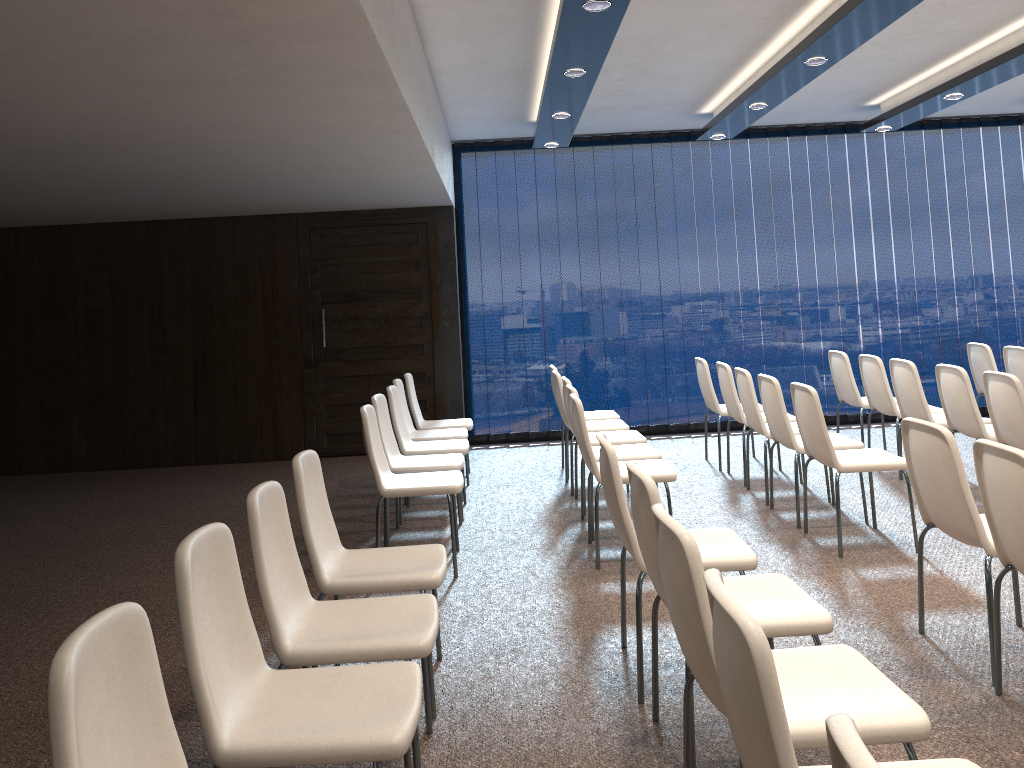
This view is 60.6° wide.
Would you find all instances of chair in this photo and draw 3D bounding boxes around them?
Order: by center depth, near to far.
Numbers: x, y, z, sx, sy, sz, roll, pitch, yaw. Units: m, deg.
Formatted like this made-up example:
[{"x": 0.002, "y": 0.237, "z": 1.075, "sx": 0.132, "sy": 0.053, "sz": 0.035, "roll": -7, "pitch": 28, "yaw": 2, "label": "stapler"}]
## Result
[{"x": 0.675, "y": 0.853, "z": 0.931, "sx": 0.558, "sy": 0.907, "sz": 0.529, "roll": -3, "pitch": -1, "yaw": 2, "label": "chair"}, {"x": -0.466, "y": 0.858, "z": 1.539, "sx": 0.558, "sy": 0.907, "sz": 0.529, "roll": -3, "pitch": -1, "yaw": -2, "label": "chair"}, {"x": 0.656, "y": 0.799, "z": 1.541, "sx": 0.558, "sy": 0.907, "sz": 0.529, "roll": -3, "pitch": -1, "yaw": 1, "label": "chair"}, {"x": 0.652, "y": 0.748, "z": 2.116, "sx": 0.558, "sy": 0.907, "sz": 0.529, "roll": -3, "pitch": -1, "yaw": -2, "label": "chair"}, {"x": -0.504, "y": 0.805, "z": 2.158, "sx": 0.558, "sy": 0.907, "sz": 0.529, "roll": -3, "pitch": -1, "yaw": -1, "label": "chair"}, {"x": -0.506, "y": 0.755, "z": 2.711, "sx": 0.558, "sy": 0.907, "sz": 0.529, "roll": -3, "pitch": -1, "yaw": -2, "label": "chair"}, {"x": 0.665, "y": 0.692, "z": 2.736, "sx": 0.558, "sy": 0.907, "sz": 0.529, "roll": -3, "pitch": -1, "yaw": -2, "label": "chair"}, {"x": 1.839, "y": 0.626, "z": 2.784, "sx": 0.558, "sy": 0.907, "sz": 0.529, "roll": -3, "pitch": -1, "yaw": 1, "label": "chair"}, {"x": -0.525, "y": 0.701, "z": 3.327, "sx": 0.558, "sy": 0.907, "sz": 0.529, "roll": -3, "pitch": -1, "yaw": -2, "label": "chair"}, {"x": 1.852, "y": 0.574, "z": 3.359, "sx": 0.558, "sy": 0.907, "sz": 0.529, "roll": -3, "pitch": -1, "yaw": -2, "label": "chair"}, {"x": 0.627, "y": 0.637, "z": 3.364, "sx": 0.558, "sy": 0.907, "sz": 0.529, "roll": -3, "pitch": -1, "yaw": 1, "label": "chair"}, {"x": -0.548, "y": 0.560, "z": 4.908, "sx": 0.558, "sy": 0.907, "sz": 0.529, "roll": -3, "pitch": -1, "yaw": -2, "label": "chair"}, {"x": 1.902, "y": 0.431, "z": 4.923, "sx": 0.558, "sy": 0.907, "sz": 0.529, "roll": -3, "pitch": -1, "yaw": -1, "label": "chair"}, {"x": 0.629, "y": 0.496, "z": 4.937, "sx": 0.558, "sy": 0.907, "sz": 0.529, "roll": -3, "pitch": -1, "yaw": 1, "label": "chair"}, {"x": 3.047, "y": 0.366, "z": 4.973, "sx": 0.558, "sy": 0.907, "sz": 0.529, "roll": -3, "pitch": -1, "yaw": 1, "label": "chair"}, {"x": 0.642, "y": 0.444, "z": 5.514, "sx": 0.558, "sy": 0.907, "sz": 0.529, "roll": -3, "pitch": -1, "yaw": -1, "label": "chair"}, {"x": -0.583, "y": 0.507, "z": 5.523, "sx": 0.558, "sy": 0.907, "sz": 0.529, "roll": -3, "pitch": -1, "yaw": 1, "label": "chair"}, {"x": 1.882, "y": 0.377, "z": 5.535, "sx": 0.558, "sy": 0.907, "sz": 0.529, "roll": -3, "pitch": -1, "yaw": -1, "label": "chair"}, {"x": 3.059, "y": 0.312, "z": 5.573, "sx": 0.558, "sy": 0.907, "sz": 0.529, "roll": -3, "pitch": -1, "yaw": -1, "label": "chair"}, {"x": 1.878, "y": 0.324, "z": 6.121, "sx": 0.558, "sy": 0.907, "sz": 0.529, "roll": -3, "pitch": -1, "yaw": 1, "label": "chair"}, {"x": -0.577, "y": 0.452, "z": 6.130, "sx": 0.558, "sy": 0.907, "sz": 0.529, "roll": -3, "pitch": -1, "yaw": 0, "label": "chair"}, {"x": 0.645, "y": 0.388, "z": 6.134, "sx": 0.558, "sy": 0.907, "sz": 0.529, "roll": -3, "pitch": -1, "yaw": -1, "label": "chair"}, {"x": 3.022, "y": 0.259, "z": 6.189, "sx": 0.558, "sy": 0.907, "sz": 0.529, "roll": -3, "pitch": -1, "yaw": -1, "label": "chair"}, {"x": -0.615, "y": 0.401, "z": 6.717, "sx": 0.558, "sy": 0.907, "sz": 0.529, "roll": -3, "pitch": -1, "yaw": -1, "label": "chair"}, {"x": 1.891, "y": 0.268, "z": 6.738, "sx": 0.558, "sy": 0.907, "sz": 0.529, "roll": -3, "pitch": -1, "yaw": 0, "label": "chair"}, {"x": 3.020, "y": 0.209, "z": 6.743, "sx": 0.558, "sy": 0.907, "sz": 0.529, "roll": -3, "pitch": -1, "yaw": -2, "label": "chair"}, {"x": 0.611, "y": 0.335, "z": 6.745, "sx": 0.558, "sy": 0.907, "sz": 0.529, "roll": -3, "pitch": -1, "yaw": -1, "label": "chair"}, {"x": 4.194, "y": 0.142, "z": 6.805, "sx": 0.558, "sy": 0.907, "sz": 0.529, "roll": -3, "pitch": -1, "yaw": 0, "label": "chair"}, {"x": -0.602, "y": 0.349, "z": 7.297, "sx": 0.558, "sy": 0.907, "sz": 0.529, "roll": -3, "pitch": -1, "yaw": -2, "label": "chair"}, {"x": 0.616, "y": 0.280, "z": 7.356, "sx": 0.558, "sy": 0.907, "sz": 0.529, "roll": -3, "pitch": -1, "yaw": -1, "label": "chair"}, {"x": 3.001, "y": 0.155, "z": 7.359, "sx": 0.558, "sy": 0.907, "sz": 0.529, "roll": -3, "pitch": -1, "yaw": -2, "label": "chair"}, {"x": 1.853, "y": 0.214, "z": 7.361, "sx": 0.558, "sy": 0.907, "sz": 0.529, "roll": -3, "pitch": -1, "yaw": 0, "label": "chair"}, {"x": 4.207, "y": 0.089, "z": 7.389, "sx": 0.558, "sy": 0.907, "sz": 0.529, "roll": -3, "pitch": -1, "yaw": 1, "label": "chair"}]

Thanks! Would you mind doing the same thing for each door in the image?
[{"x": -1.399, "y": -0.502, "z": 8.842, "sx": 1.400, "sy": 2.424, "sz": 0.267, "roll": -3, "pitch": -4, "yaw": -1, "label": "door"}]

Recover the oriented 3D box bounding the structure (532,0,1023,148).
[{"x": 6.811, "y": -2.394, "z": 4.594, "sx": 13.143, "sy": 0.231, "sz": 8.074, "roll": -3, "pitch": 5, "yaw": -1, "label": "structure"}]
